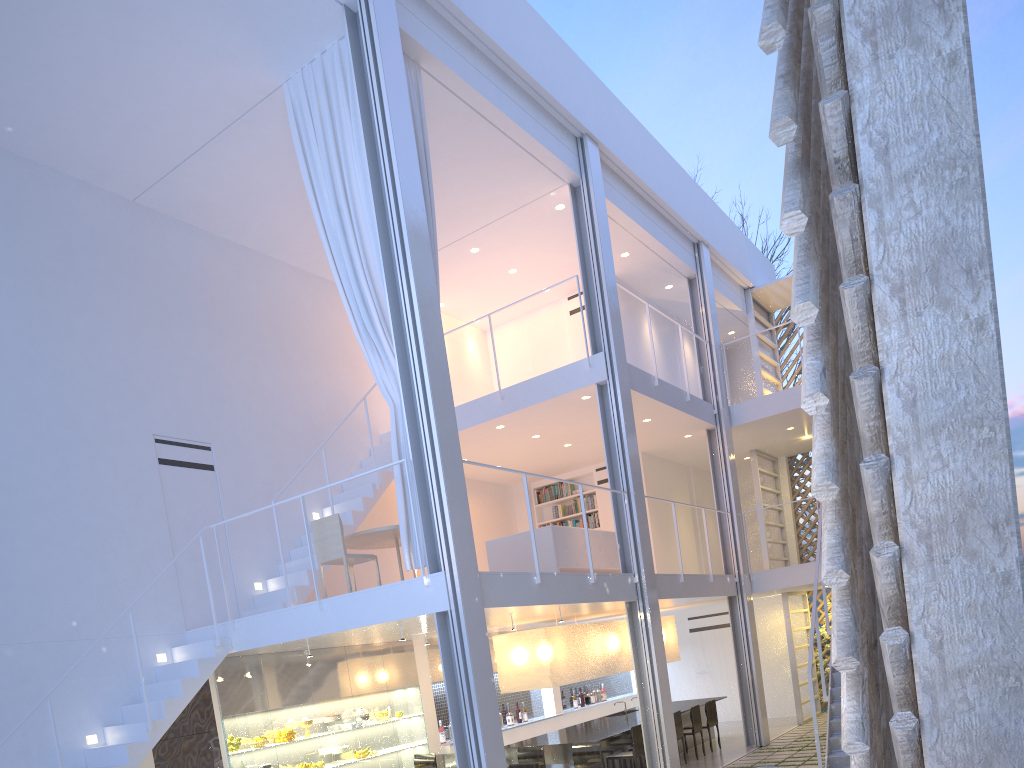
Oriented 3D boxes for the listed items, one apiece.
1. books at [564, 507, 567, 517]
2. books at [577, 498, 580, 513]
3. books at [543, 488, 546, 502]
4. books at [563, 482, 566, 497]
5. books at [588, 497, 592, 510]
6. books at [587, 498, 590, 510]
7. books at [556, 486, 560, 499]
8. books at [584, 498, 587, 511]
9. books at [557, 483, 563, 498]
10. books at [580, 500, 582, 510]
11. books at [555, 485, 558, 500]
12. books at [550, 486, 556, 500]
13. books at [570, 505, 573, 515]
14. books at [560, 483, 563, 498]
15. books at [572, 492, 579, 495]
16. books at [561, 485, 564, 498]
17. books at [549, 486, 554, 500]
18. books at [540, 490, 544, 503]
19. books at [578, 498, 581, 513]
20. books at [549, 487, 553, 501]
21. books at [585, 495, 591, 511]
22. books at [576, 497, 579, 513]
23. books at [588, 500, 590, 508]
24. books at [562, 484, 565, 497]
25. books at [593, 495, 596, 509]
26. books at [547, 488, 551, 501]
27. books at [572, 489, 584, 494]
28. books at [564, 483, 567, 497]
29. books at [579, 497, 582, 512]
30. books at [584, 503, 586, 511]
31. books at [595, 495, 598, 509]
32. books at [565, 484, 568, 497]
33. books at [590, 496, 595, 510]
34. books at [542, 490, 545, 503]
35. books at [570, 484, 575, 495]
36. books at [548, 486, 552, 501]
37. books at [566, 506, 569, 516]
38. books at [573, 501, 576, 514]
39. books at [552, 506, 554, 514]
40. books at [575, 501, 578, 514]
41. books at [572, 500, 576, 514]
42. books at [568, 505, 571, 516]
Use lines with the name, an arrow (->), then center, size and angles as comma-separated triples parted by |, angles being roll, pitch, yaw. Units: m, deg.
books -> 0.504, 1.169, 7.507 | 0.041, 0.099, 0.062 | -8, -2, 33
books -> -0.424, 1.607, 6.195 | 0.024, 1.644, 3.542 | -5, -9, 42
books -> 0.320, 1.031, 7.585 | 0.011, 0.141, 0.085 | -6, -1, 33
books -> 0.497, 0.963, 7.460 | 0.009, 0.142, 0.089 | -6, -1, 33
books -> -0.408, 1.586, 6.145 | 0.038, 1.602, 3.626 | -4, -8, 44
books -> 0.704, 1.080, 7.357 | 0.007, 0.117, 0.080 | -6, -2, 33
books -> 0.440, 0.994, 7.502 | 0.015, 0.123, 0.088 | -6, -2, 33
books -> -0.412, 1.572, 6.159 | 0.030, 1.566, 3.593 | -5, -9, 43
books -> 0.452, 0.977, 7.493 | 0.015, 0.149, 0.086 | -6, -1, 33
books -> 0.645, 1.092, 7.388 | 0.008, 0.131, 0.095 | -6, -2, 33
books -> 0.425, 0.993, 7.517 | 0.027, 0.140, 0.078 | -6, 0, 33
books -> 0.392, 1.004, 7.537 | 0.025, 0.142, 0.083 | -6, -1, 33
books -> 0.557, 1.148, 7.470 | 0.041, 0.099, 0.062 | -8, -2, 33
books -> 0.468, 0.976, 7.481 | 0.010, 0.137, 0.088 | -6, -1, 33
books -> 0.598, 0.992, 7.412 | 0.098, 0.020, 0.064 | -20, -20, 32
books -> 0.483, 0.981, 7.475 | 0.019, 0.118, 0.085 | -6, -2, 33
books -> 0.384, 1.007, 7.542 | 0.025, 0.142, 0.083 | -6, -1, 33
books -> 0.293, 1.051, 7.614 | 0.021, 0.127, 0.069 | -6, 0, 33
books -> -0.431, 1.612, 6.199 | 0.024, 1.641, 3.548 | -5, -8, 42
books -> 0.377, 1.010, 7.547 | 0.025, 0.142, 0.083 | -6, -1, 33
books -> -0.419, 1.596, 6.174 | 0.031, 1.654, 3.587 | -4, -8, 44
books -> 0.612, 1.097, 7.417 | 0.011, 0.149, 0.081 | -6, 0, 33
books -> -0.406, 1.605, 6.172 | 0.024, 1.632, 3.562 | -4, -8, 44
books -> 0.490, 0.973, 7.463 | 0.005, 0.125, 0.095 | -6, -2, 33
books -> -0.384, 1.590, 6.140 | 3.616, 1.627, 0.037 | 7, -8, -44
books -> 0.355, 1.024, 7.556 | 0.007, 0.125, 0.095 | -6, -3, 33
books -> 0.595, 0.968, 7.406 | 0.099, 0.020, 0.063 | -22, -21, 37
books -> 0.504, 0.965, 7.453 | 0.008, 0.131, 0.095 | -6, -2, 33
books -> -0.421, 1.606, 6.193 | 0.023, 1.646, 3.545 | -5, -8, 42
books -> -0.413, 1.588, 6.152 | 0.035, 1.596, 3.606 | -5, -9, 42
books -> -0.368, 1.574, 6.128 | 3.615, 1.601, 0.039 | 7, -8, -44
books -> 0.515, 0.966, 7.448 | 0.015, 0.121, 0.092 | -6, -3, 33
books -> -0.384, 1.579, 6.150 | 0.046, 1.592, 3.593 | -4, -8, 45
books -> 0.311, 1.044, 7.601 | 0.021, 0.127, 0.069 | -6, 0, 33
books -> 0.548, 0.956, 7.438 | 0.007, 0.126, 0.071 | -6, 0, 33
books -> 0.369, 1.013, 7.552 | 0.025, 0.142, 0.083 | -6, -1, 33
books -> 0.521, 1.161, 7.493 | 0.041, 0.099, 0.062 | -8, -2, 33
books -> -0.473, 1.603, 6.173 | 0.126, 1.594, 3.631 | -5, -9, 41
books -> -0.555, 1.652, 6.258 | 0.041, 1.615, 3.562 | -5, -10, 37
books -> -0.450, 1.628, 6.211 | 0.031, 1.621, 3.550 | -5, -9, 42
books -> 0.573, 1.118, 7.446 | 0.015, 0.139, 0.078 | -6, 0, 33
books -> 0.540, 1.155, 7.483 | 0.041, 0.099, 0.062 | -8, -2, 33
